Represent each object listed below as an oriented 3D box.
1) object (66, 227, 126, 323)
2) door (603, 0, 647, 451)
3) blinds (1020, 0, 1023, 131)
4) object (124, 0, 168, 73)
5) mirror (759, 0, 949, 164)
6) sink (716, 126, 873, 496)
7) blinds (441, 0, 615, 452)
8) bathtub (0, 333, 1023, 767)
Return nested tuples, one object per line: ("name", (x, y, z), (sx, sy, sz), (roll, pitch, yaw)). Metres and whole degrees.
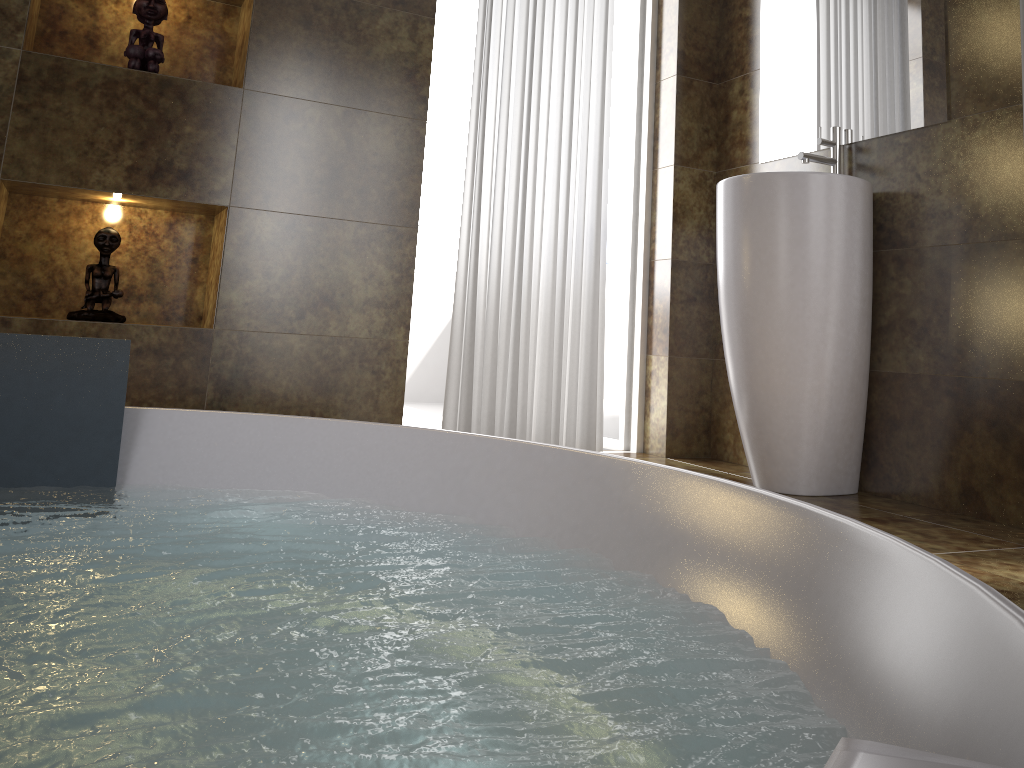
("object", (-1.154, -0.313, 2.439), (0.150, 0.280, 0.149), (7, -8, -26))
("door", (0.222, -0.896, 3.819), (0.039, 2.278, 0.948), (11, -11, -37))
("blinds", (1.428, -0.791, 2.034), (0.067, 2.317, 0.507), (9, -11, -27))
("object", (-1.090, -1.047, 2.585), (0.111, 0.291, 0.171), (8, -8, -26))
("mirror", (1.104, -1.323, 2.894), (0.008, 1.115, 0.756), (8, -7, -27))
("sink", (0.838, -0.264, 2.612), (0.434, 1.162, 0.448), (7, -9, -23))
("blinds", (0.113, -0.914, 2.998), (0.596, 2.329, 0.066), (8, -11, -25))
("bathtub", (-0.501, 0.240, 0.764), (1.751, 0.534, 1.721), (4, 2, 5))
